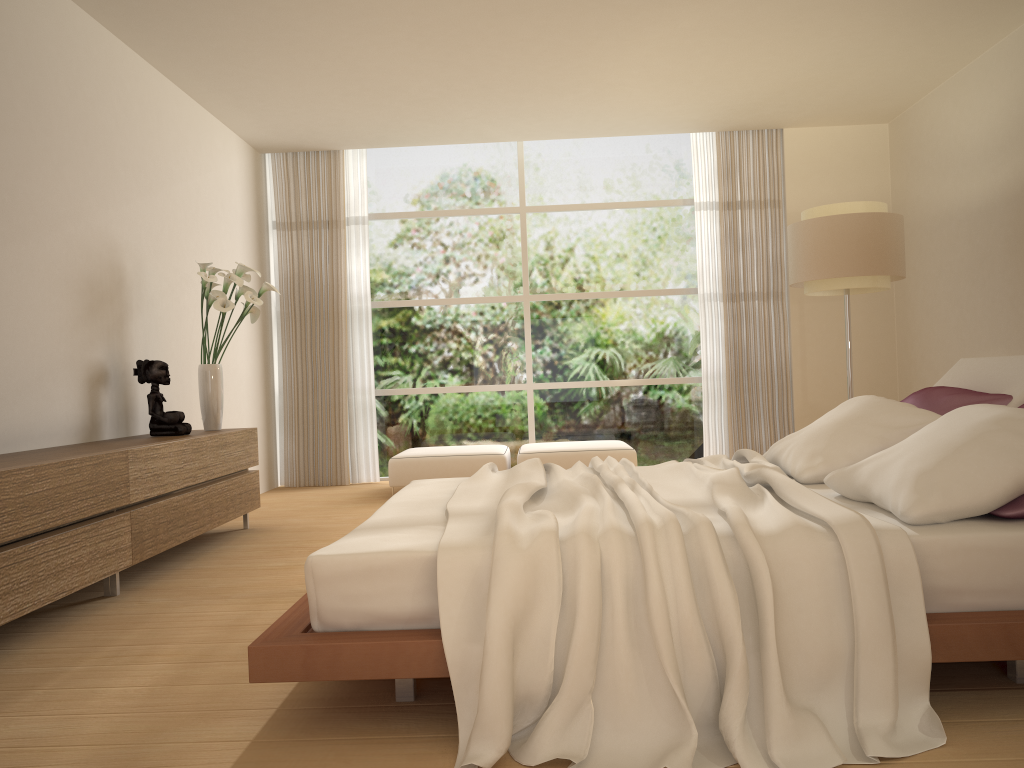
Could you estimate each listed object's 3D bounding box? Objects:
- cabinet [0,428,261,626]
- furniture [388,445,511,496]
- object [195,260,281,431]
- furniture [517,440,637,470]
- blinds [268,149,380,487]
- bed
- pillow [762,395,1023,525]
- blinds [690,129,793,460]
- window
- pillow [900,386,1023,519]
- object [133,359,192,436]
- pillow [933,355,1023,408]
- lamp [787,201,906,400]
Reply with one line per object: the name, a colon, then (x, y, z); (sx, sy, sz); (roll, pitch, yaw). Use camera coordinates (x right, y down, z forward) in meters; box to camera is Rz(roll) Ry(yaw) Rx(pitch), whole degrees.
cabinet: (-2.025, 0.639, 4.039); (0.588, 0.662, 3.713); (-2, 0, 2)
furniture: (-0.501, 0.724, 7.524); (0.965, 0.346, 0.964); (-2, 0, 2)
object: (-1.792, -0.252, 5.675); (0.515, 1.085, 0.608); (-2, 0, -40)
furniture: (0.534, 0.682, 7.493); (0.965, 0.346, 0.964); (-2, 0, 2)
blinds: (-1.773, -0.731, 8.267); (0.950, 3.352, 0.211); (-2, 0, 0)
bed: (0.621, 0.582, 3.233); (2.535, 0.570, 2.599); (-2, 0, 2)
pillow: (1.369, 0.227, 3.250); (0.561, 0.339, 1.720); (-2, 0, 2)
blinds: (2.103, -0.886, 8.099); (0.814, 3.351, 0.202); (-2, 0, 1)
window: (0.135, -0.817, 8.467); (4.781, 3.371, 0.071); (-2, 0, 2)
pillow: (1.638, 0.202, 3.248); (0.575, 0.369, 1.683); (-2, 0, 2)
object: (-2.037, 0.078, 5.190); (0.282, 0.453, 0.181); (-2, 0, 2)
pillow: (1.964, 0.116, 3.248); (0.461, 0.457, 1.779); (-2, 0, 1)
lamp: (2.382, -0.224, 6.261); (0.817, 2.018, 0.817); (-2, 0, 45)
